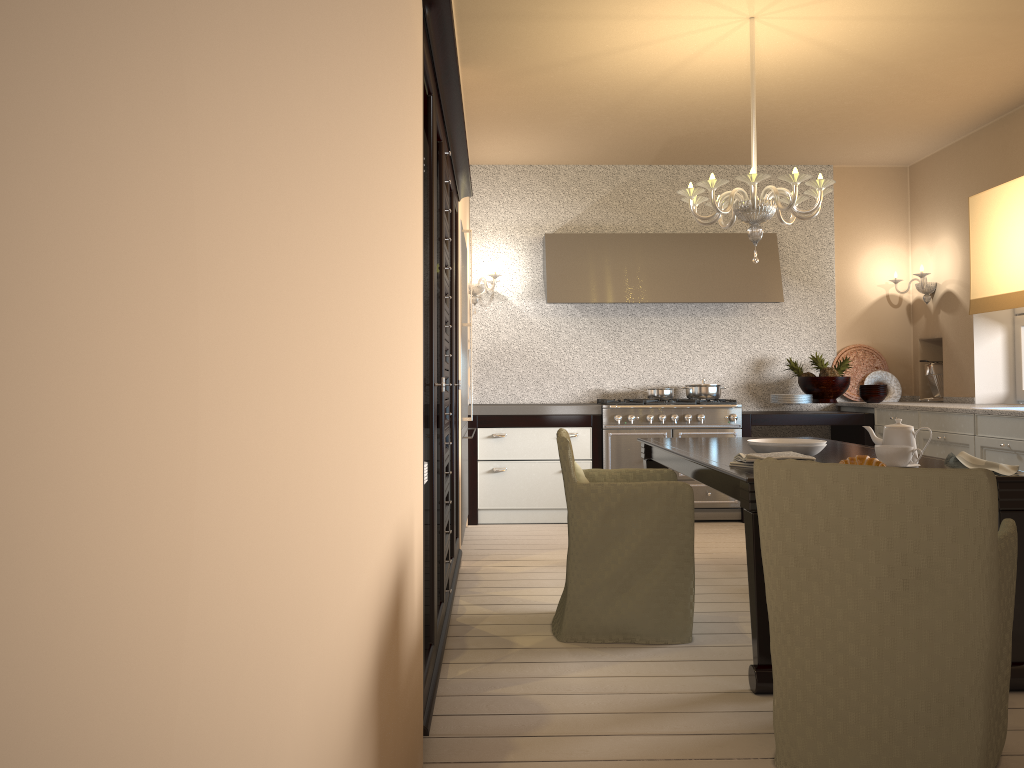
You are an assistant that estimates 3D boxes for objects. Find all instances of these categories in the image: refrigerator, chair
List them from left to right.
[{"bbox_3d":[-0.594,-0.012,5.257,0.741,1.737,1.102,0,-2,-1],"label":"refrigerator"},{"bbox_3d":[0.431,0.582,3.408,0.561,0.802,0.563,0,-1,5],"label":"chair"},{"bbox_3d":[0.955,0.578,2.239,0.563,0.802,0.561,-1,-2,35],"label":"chair"}]

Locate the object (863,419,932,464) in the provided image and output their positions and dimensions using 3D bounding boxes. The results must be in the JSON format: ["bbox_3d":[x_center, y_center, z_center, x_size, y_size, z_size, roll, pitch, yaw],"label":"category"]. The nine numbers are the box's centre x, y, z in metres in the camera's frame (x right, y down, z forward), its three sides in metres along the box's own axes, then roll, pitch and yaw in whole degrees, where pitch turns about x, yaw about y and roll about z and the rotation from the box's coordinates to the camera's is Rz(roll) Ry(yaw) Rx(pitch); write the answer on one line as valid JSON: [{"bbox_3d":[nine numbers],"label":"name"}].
[{"bbox_3d":[1.323,0.197,3.043,0.198,0.156,0.118,0,-1,5],"label":"object"}]

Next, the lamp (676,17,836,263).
[{"bbox_3d":[1.085,-1.101,3.972,0.675,1.129,0.700,-1,-2,17],"label":"lamp"}]

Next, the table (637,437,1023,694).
[{"bbox_3d":[1.129,0.603,3.596,0.918,0.654,1.989,0,0,-1],"label":"table"}]

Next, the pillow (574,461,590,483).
[{"bbox_3d":[0.326,0.452,3.432,0.192,0.295,0.440,0,-1,-2],"label":"pillow"}]

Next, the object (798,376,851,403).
[{"bbox_3d":[2.207,0.042,6.263,0.351,0.188,0.351,0,-1,-18],"label":"object"}]

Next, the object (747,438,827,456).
[{"bbox_3d":[1.017,0.243,3.283,0.281,0.066,0.281,0,0,-7],"label":"object"}]

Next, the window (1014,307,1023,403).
[{"bbox_3d":[3.359,-0.553,4.059,0.047,1.354,3.564,0,0,-1],"label":"window"}]

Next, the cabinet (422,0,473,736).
[{"bbox_3d":[-0.618,-0.061,3.349,0.888,1.842,2.486,0,-1,-1],"label":"cabinet"}]

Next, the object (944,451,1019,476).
[{"bbox_3d":[1.439,0.242,2.731,0.204,0.063,0.196,0,0,-39],"label":"object"}]

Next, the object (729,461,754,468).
[{"bbox_3d":[0.868,0.269,2.952,0.164,0.027,0.231,0,0,-36],"label":"object"}]

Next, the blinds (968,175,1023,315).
[{"bbox_3d":[3.060,-0.848,4.086,0.022,0.783,3.546,0,0,-1],"label":"blinds"}]

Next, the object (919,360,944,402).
[{"bbox_3d":[3.152,-0.021,6.390,0.391,0.306,0.382,0,-1,-1],"label":"object"}]

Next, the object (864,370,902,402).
[{"bbox_3d":[2.736,0.035,6.548,0.282,0.273,0.093,0,-2,0],"label":"object"}]

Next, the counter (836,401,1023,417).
[{"bbox_3d":[2.786,0.122,4.530,0.652,0.068,4.235,0,0,-1],"label":"counter"}]

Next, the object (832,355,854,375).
[{"bbox_3d":[2.318,-0.066,6.331,0.275,0.285,0.138,0,-2,-16],"label":"object"}]

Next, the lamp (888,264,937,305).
[{"bbox_3d":[2.923,-0.701,6.365,0.264,0.267,0.479,0,-1,-3],"label":"lamp"}]

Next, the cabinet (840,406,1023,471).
[{"bbox_3d":[2.846,0.533,4.518,0.846,0.772,4.218,0,0,-1],"label":"cabinet"}]

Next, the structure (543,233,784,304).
[{"bbox_3d":[1.065,-0.822,6.408,1.661,0.511,0.479,0,-1,-1],"label":"structure"}]

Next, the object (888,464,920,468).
[{"bbox_3d":[1.249,0.269,2.894,0.154,0.012,0.154,0,0,-41],"label":"object"}]

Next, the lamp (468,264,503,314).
[{"bbox_3d":[-0.206,-0.663,6.301,0.269,0.341,0.479,0,-1,-3],"label":"lamp"}]

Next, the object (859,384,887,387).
[{"bbox_3d":[2.494,0.036,6.115,0.180,0.065,0.180,0,0,6],"label":"object"}]

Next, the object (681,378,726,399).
[{"bbox_3d":[1.373,0.033,6.355,0.265,0.146,0.265,0,-1,-43],"label":"object"}]

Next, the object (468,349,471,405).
[{"bbox_3d":[-0.364,-0.050,6.326,0.155,0.394,0.155,0,-2,-12],"label":"object"}]

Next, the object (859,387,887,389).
[{"bbox_3d":[2.491,0.050,6.115,0.180,0.064,0.180,0,0,6],"label":"object"}]

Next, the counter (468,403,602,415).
[{"bbox_3d":[0.145,0.175,6.203,0.896,0.062,0.600,0,0,-1],"label":"counter"}]

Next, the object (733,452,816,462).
[{"bbox_3d":[0.880,0.255,2.986,0.233,0.051,0.164,0,0,-1],"label":"object"}]

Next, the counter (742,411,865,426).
[{"bbox_3d":[1.977,0.239,6.239,0.765,0.079,0.600,0,0,-1],"label":"counter"}]

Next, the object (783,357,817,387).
[{"bbox_3d":[2.072,-0.065,6.348,0.278,0.285,0.138,-1,-2,45],"label":"object"}]

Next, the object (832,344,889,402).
[{"bbox_3d":[2.603,-0.083,6.622,0.431,0.431,0.064,0,-2,-1],"label":"object"}]

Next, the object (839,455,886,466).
[{"bbox_3d":[1.073,0.245,2.718,0.138,0.051,0.062,0,-1,18],"label":"object"}]

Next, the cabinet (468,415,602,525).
[{"bbox_3d":[0.147,0.570,6.174,0.896,0.725,0.636,0,-1,-1],"label":"cabinet"}]

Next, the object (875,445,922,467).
[{"bbox_3d":[1.253,0.238,2.896,0.125,0.070,0.116,0,-1,-8],"label":"object"}]

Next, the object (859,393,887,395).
[{"bbox_3d":[2.491,0.091,6.113,0.180,0.063,0.180,0,0,-24],"label":"object"}]

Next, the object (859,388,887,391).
[{"bbox_3d":[2.489,0.062,6.114,0.180,0.067,0.180,0,0,-9],"label":"object"}]

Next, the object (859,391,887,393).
[{"bbox_3d":[2.491,0.077,6.114,0.180,0.063,0.180,0,0,-24],"label":"object"}]

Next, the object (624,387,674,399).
[{"bbox_3d":[0.994,0.062,6.396,0.370,0.090,0.198,0,0,41],"label":"object"}]

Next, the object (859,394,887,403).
[{"bbox_3d":[2.491,0.104,6.112,0.180,0.063,0.180,0,0,-24],"label":"object"}]

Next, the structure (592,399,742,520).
[{"bbox_3d":[1.064,0.510,6.158,0.929,0.806,0.704,0,-1,-1],"label":"structure"}]

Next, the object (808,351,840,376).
[{"bbox_3d":[2.189,-0.099,6.233,0.160,0.279,0.269,0,-1,-19],"label":"object"}]

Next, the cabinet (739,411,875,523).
[{"bbox_3d":[1.979,0.562,6.227,0.896,0.725,0.599,0,-1,-1],"label":"cabinet"}]

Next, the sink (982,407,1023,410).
[{"bbox_3d":[2.747,0.090,4.667,0.458,0.482,0.538,0,-1,-1],"label":"sink"}]
